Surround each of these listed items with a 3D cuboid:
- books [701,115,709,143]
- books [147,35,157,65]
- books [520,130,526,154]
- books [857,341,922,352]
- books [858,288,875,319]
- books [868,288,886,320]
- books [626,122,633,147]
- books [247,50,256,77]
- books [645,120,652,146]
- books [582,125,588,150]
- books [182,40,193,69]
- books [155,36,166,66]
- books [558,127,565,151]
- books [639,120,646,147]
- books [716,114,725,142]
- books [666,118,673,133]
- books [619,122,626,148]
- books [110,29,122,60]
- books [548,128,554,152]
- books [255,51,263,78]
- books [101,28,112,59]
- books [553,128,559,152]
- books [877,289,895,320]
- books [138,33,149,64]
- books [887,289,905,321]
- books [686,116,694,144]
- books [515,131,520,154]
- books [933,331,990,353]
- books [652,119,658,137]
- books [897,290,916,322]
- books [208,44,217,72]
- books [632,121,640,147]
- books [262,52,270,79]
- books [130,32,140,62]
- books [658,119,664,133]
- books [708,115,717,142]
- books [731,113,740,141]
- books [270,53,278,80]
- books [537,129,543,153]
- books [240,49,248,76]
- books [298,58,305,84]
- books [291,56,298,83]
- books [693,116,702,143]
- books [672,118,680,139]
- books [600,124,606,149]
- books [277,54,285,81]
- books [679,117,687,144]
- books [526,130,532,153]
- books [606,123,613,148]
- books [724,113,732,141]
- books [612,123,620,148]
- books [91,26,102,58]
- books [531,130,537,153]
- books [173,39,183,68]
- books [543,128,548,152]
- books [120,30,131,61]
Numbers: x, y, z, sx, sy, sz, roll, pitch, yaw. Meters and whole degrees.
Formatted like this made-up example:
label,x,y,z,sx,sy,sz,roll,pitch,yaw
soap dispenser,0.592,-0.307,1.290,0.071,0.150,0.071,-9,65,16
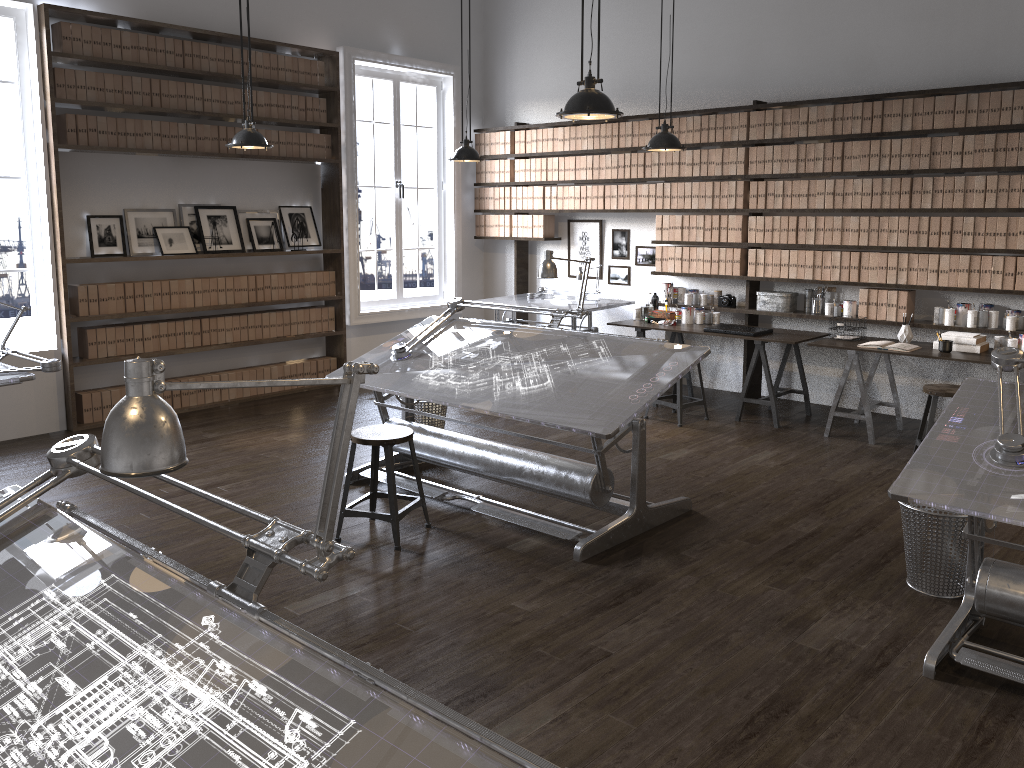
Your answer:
label,x,y,z,sx,sy,sz,roll,pitch,yaw
books,1.663,-2.134,7.437,0.067,0.224,0.175,7,12,42
books,-2.788,-2.535,6.759,0.175,0.224,0.067,8,12,42
books,0.163,-2.395,8.787,0.067,0.224,0.175,7,12,41
books,2.616,-0.267,6.141,0.356,0.029,0.257,10,15,42
books,2.692,-0.611,6.703,0.067,0.224,0.175,7,12,41
books,2.746,-0.603,6.662,0.067,0.224,0.175,7,12,42
books,1.097,-2.233,7.948,0.067,0.224,0.175,7,12,41
books,-2.212,-2.653,7.378,0.175,0.224,0.067,8,12,42
books,1.251,-2.205,7.808,0.067,0.224,0.175,7,12,41
books,0.732,-2.296,8.278,0.067,0.224,0.175,7,12,42
books,-2.591,-2.575,6.966,0.175,0.224,0.067,8,12,42
books,-2.740,-2.545,6.811,0.175,0.224,0.067,8,12,42
books,0.523,-2.332,8.466,0.067,0.224,0.175,7,12,41
books,1.205,-2.215,7.857,0.067,0.224,0.175,7,12,42
books,1.769,-2.117,7.350,0.067,0.224,0.175,7,12,41
books,1.402,-2.180,7.674,0.067,0.224,0.175,7,12,41
books,1.048,-2.242,7.999,0.067,0.224,0.175,7,12,41
books,-2.965,-2.496,6.558,0.175,0.224,0.067,8,12,42
books,0.425,-2.349,8.550,0.067,0.224,0.175,7,12,42
books,-2.166,-2.664,7.433,0.175,0.224,0.067,8,12,42
books,-3.015,-2.487,6.509,0.175,0.224,0.067,8,12,42
books,0.478,-2.341,8.509,0.067,0.224,0.175,7,12,41
books,2.798,-0.594,6.615,0.067,0.224,0.175,7,12,42
books,-2.829,-2.525,6.705,0.175,0.224,0.067,8,12,42
books,2.848,-0.584,6.565,0.067,0.224,0.175,7,12,41
books,1.558,-2.153,7.536,0.067,0.224,0.175,7,12,41
books,0.112,-2.405,8.840,0.067,0.224,0.175,7,12,42
books,3.029,-0.296,6.000,0.295,0.146,0.387,9,14,41
books,1.304,-2.198,7.767,0.067,0.224,0.175,7,12,42
books,2.904,-0.576,6.521,0.067,0.224,0.175,7,12,41
books,-2.449,-2.605,7.124,0.175,0.224,0.067,8,12,42
books,1.153,-2.224,7.904,0.067,0.224,0.175,7,12,42
books,-2.122,-2.674,7.487,0.175,0.224,0.067,8,12,42
books,-2.877,-2.516,6.659,0.175,0.224,0.067,8,12,42
books,1.349,-2.189,7.724,0.067,0.224,0.175,7,12,42
books,1.713,-2.126,7.398,0.067,0.224,0.175,7,12,41
books,1.871,-2.099,7.255,0.067,0.224,0.175,7,12,42
books,-2.073,-2.684,7.537,0.175,0.224,0.067,8,12,42
books,0.327,-2.367,8.646,0.067,0.224,0.175,7,12,41
books,-2.260,-2.643,7.325,0.175,0.224,0.067,8,12,42
books,-1.887,-2.722,7.734,0.175,0.224,0.067,8,12,42
books,-1.935,-2.713,7.688,0.175,0.224,0.067,8,12,42
books,1.610,-2.143,7.485,0.067,0.224,0.175,7,12,41
books,1.456,-2.171,7.630,0.067,0.224,0.175,7,12,42
books,0.887,-2.270,8.140,0.067,0.224,0.175,7,12,42
books,-2.023,-2.693,7.586,0.175,0.224,0.067,8,12,42
books,1.509,-2.162,7.585,0.067,0.224,0.175,7,12,42
books,0.222,-2.386,8.741,0.067,0.224,0.175,7,12,42
books,0.937,-2.261,8.098,0.067,0.224,0.175,7,12,41
books,1.822,-2.108,7.304,0.067,0.224,0.175,7,12,41
books,0.988,-2.251,8.045,0.067,0.224,0.175,7,12,42
books,-3.064,-2.477,6.459,0.175,0.224,0.067,8,12,42
books,0.272,-2.376,8.690,0.067,0.224,0.175,7,12,42
books,-2.645,-2.565,6.915,0.175,0.224,0.067,8,12,42
books,0.379,-2.358,8.599,0.067,0.224,0.175,7,12,41
books,-2.918,-2.507,6.612,0.175,0.224,0.067,8,12,42
